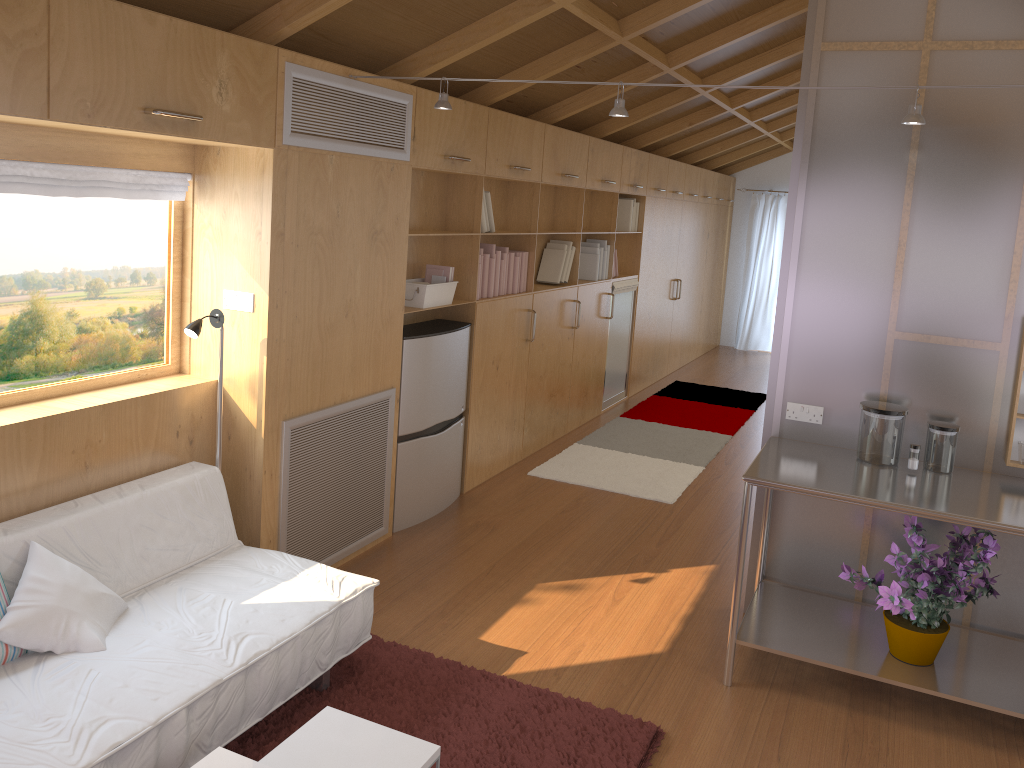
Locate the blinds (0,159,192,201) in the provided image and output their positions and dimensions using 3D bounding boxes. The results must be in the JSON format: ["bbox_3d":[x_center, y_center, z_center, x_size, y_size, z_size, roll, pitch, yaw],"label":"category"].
[{"bbox_3d":[-1.555,-0.641,2.743,0.048,0.110,1.509,7,12,23],"label":"blinds"}]

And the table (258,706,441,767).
[{"bbox_3d":[-0.418,1.052,2.110,0.343,0.305,0.372,8,11,24],"label":"table"}]

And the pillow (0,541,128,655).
[{"bbox_3d":[-1.263,0.601,2.501,0.267,0.249,0.350,2,10,-12],"label":"pillow"}]

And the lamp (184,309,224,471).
[{"bbox_3d":[-1.113,0.313,3.316,0.182,1.185,0.257,4,8,0],"label":"lamp"}]

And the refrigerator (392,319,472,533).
[{"bbox_3d":[-0.478,0.189,4.686,0.262,0.977,0.718,7,9,23],"label":"refrigerator"}]

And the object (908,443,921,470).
[{"bbox_3d":[1.482,0.268,3.258,0.037,0.091,0.037,10,10,39],"label":"object"}]

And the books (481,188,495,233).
[{"bbox_3d":[-0.213,-1.010,5.016,0.176,0.293,0.281,8,10,24],"label":"books"}]

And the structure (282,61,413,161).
[{"bbox_3d":[-0.656,-1.107,3.668,0.013,0.297,0.910,7,12,23],"label":"structure"}]

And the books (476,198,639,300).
[{"bbox_3d":[0.385,-1.051,6.355,0.189,0.651,3.133,7,12,23],"label":"books"}]

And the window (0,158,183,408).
[{"bbox_3d":[-1.624,-0.316,2.806,0.035,0.781,1.508,7,11,23],"label":"window"}]

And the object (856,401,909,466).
[{"bbox_3d":[1.406,0.189,3.371,0.173,0.213,0.173,11,11,37],"label":"object"}]

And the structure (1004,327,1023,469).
[{"bbox_3d":[1.995,0.051,3.174,0.329,0.539,0.077,8,8,24],"label":"structure"}]

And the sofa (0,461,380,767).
[{"bbox_3d":[-1.325,0.832,2.168,0.866,0.622,2.373,8,12,23],"label":"sofa"}]

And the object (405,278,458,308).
[{"bbox_3d":[-0.450,-0.473,4.596,0.204,0.121,0.352,9,12,23],"label":"object"}]

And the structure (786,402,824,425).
[{"bbox_3d":[1.189,0.118,3.592,0.142,0.070,0.011,9,9,24],"label":"structure"}]

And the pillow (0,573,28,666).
[{"bbox_3d":[-1.593,0.690,1.968,0.172,0.249,1.050,8,12,23],"label":"pillow"}]

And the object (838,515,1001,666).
[{"bbox_3d":[1.423,0.700,3.063,0.526,0.547,0.354,7,9,15],"label":"object"}]

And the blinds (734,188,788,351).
[{"bbox_3d":[4.083,-1.279,10.738,2.858,2.016,0.234,8,9,23],"label":"blinds"}]

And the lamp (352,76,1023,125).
[{"bbox_3d":[1.079,-0.922,2.851,3.843,0.151,0.073,9,10,24],"label":"lamp"}]

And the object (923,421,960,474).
[{"bbox_3d":[1.603,0.237,3.307,0.113,0.175,0.114,-5,12,-45],"label":"object"}]

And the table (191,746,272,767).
[{"bbox_3d":[-0.582,1.078,1.743,0.426,0.379,0.462,8,11,24],"label":"table"}]

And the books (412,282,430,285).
[{"bbox_3d":[-0.466,-0.516,4.550,0.083,0.007,0.106,1,12,-16],"label":"books"}]

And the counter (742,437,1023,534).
[{"bbox_3d":[1.890,0.431,2.946,2.118,0.021,0.655,9,13,24],"label":"counter"}]

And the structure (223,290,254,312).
[{"bbox_3d":[-1.044,-0.317,3.372,0.142,0.070,0.011,9,9,24],"label":"structure"}]

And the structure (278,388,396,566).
[{"bbox_3d":[-0.753,0.435,3.890,0.013,0.714,0.826,7,10,23],"label":"structure"}]

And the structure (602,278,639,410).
[{"bbox_3d":[0.799,-0.374,7.556,0.317,1.068,0.730,7,9,24],"label":"structure"}]

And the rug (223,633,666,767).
[{"bbox_3d":[-0.888,1.187,2.122,1.892,0.020,2.500,9,13,23],"label":"rug"}]

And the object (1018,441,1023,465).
[{"bbox_3d":[1.882,0.255,3.238,0.062,0.076,0.061,10,11,36],"label":"object"}]

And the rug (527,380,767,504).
[{"bbox_3d":[1.283,0.336,6.988,0.920,0.011,3.751,9,13,23],"label":"rug"}]

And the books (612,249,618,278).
[{"bbox_3d":[0.770,-1.028,7.260,0.176,0.293,0.281,8,10,24],"label":"books"}]

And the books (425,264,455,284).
[{"bbox_3d":[-0.398,-0.535,4.704,0.150,0.190,0.089,8,9,24],"label":"books"}]

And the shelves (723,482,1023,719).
[{"bbox_3d":[1.863,0.817,2.996,2.101,0.745,0.637,9,10,24],"label":"shelves"}]
